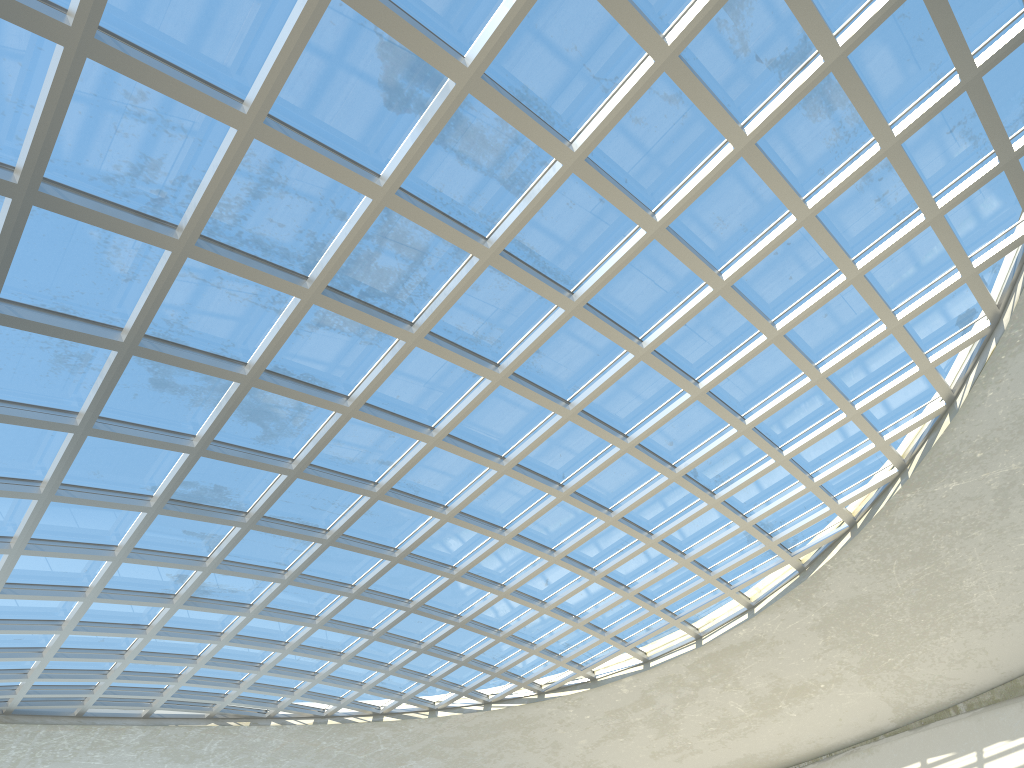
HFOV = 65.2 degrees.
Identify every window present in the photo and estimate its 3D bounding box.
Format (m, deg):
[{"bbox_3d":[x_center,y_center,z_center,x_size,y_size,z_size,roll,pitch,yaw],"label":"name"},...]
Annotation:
[{"bbox_3d":[-9.653,9.483,46.752,82.844,9.607,87.607,24,-49,-37],"label":"window"}]
